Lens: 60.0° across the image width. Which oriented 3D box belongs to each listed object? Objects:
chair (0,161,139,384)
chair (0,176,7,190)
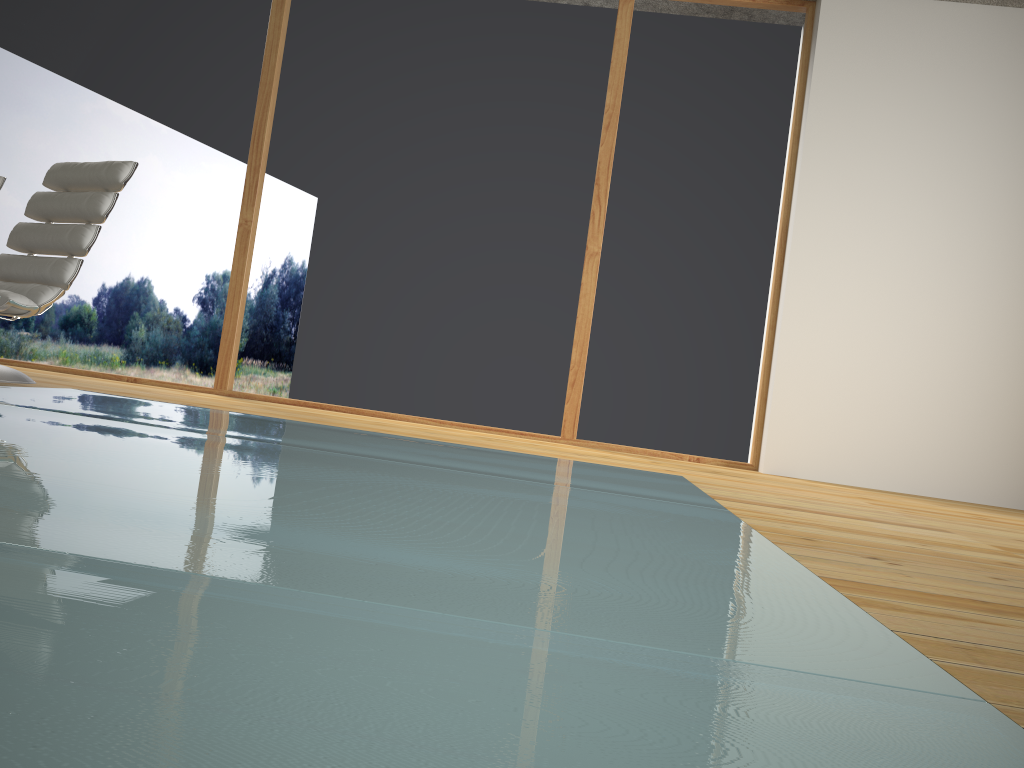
[{"bbox_3d":[-2.079,-0.516,3.482,0.570,0.970,0.911,7,-2,30],"label":"chair"},{"bbox_3d":[-3.030,-0.636,4.198,0.570,0.970,0.912,7,-2,15],"label":"chair"}]
